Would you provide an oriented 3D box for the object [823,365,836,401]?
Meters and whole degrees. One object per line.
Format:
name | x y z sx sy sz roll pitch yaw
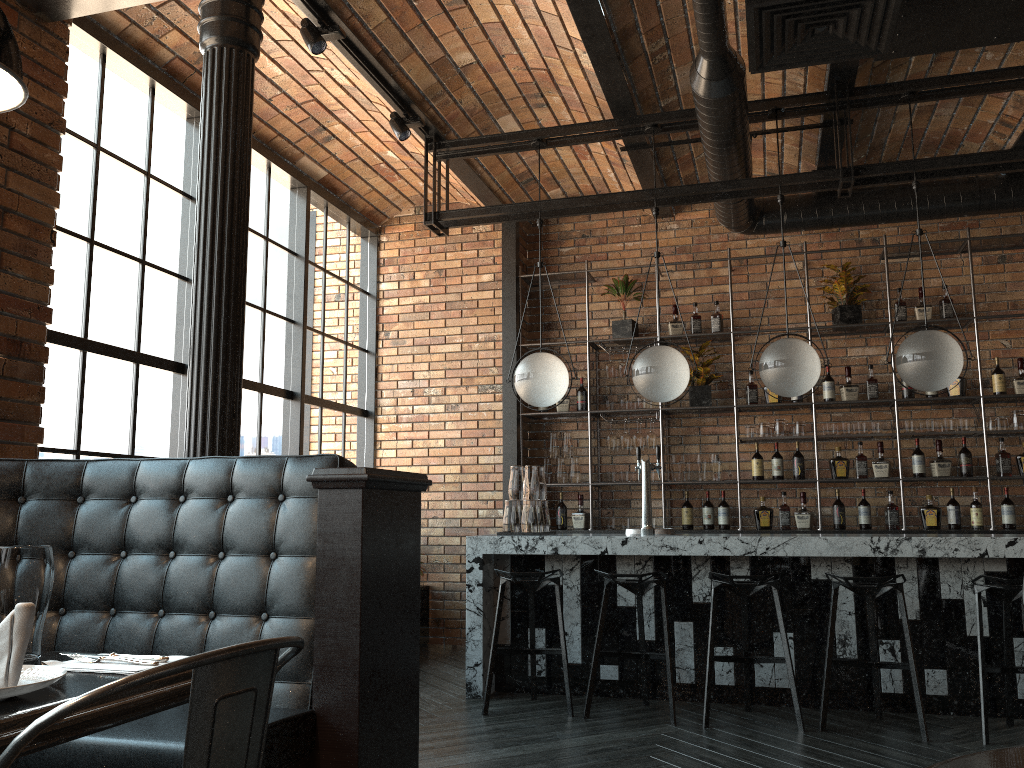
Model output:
object | 2.401 0.005 6.721 0.086 0.298 0.086 4 -9 -25

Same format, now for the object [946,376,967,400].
object | 3.237 -0.010 6.467 0.094 0.248 0.151 8 -12 -44

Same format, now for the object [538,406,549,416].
object | 0.259 0.111 7.363 0.086 0.298 0.086 4 -9 -25

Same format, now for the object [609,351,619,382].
object | 0.832 -0.143 7.275 0.092 0.244 0.092 -4 -9 22

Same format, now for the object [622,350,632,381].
object | 0.937 -0.148 7.245 0.092 0.244 0.092 -4 -9 22

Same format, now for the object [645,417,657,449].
object | 1.089 0.386 6.948 0.092 0.244 0.092 -4 -9 22

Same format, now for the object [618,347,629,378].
object | 0.891 -0.171 7.088 0.092 0.244 0.092 -4 -9 22

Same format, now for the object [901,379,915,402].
object | 2.926 -0.021 6.565 0.086 0.299 0.086 4 -9 -25

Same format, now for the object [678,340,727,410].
object | 1.480 -0.067 6.966 0.430 0.526 0.425 -5 -10 28

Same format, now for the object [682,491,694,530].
object | 1.362 0.980 6.884 0.086 0.299 0.086 4 -9 -25

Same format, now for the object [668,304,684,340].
object | 1.313 -0.500 7.109 0.123 0.279 0.123 -1 -8 5

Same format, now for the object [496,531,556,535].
object | 0.094 0.919 5.465 0.273 0.019 0.437 -3 -9 16

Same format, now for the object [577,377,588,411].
object | 0.571 0.092 7.244 0.086 0.299 0.086 4 -9 -25

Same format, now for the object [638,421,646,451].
object | 1.036 0.414 7.134 0.092 0.244 0.092 -4 -9 22

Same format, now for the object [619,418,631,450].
object | 0.894 0.396 7.005 0.092 0.244 0.092 -4 -9 22

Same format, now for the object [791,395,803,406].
object | 2.178 0.018 6.791 0.086 0.298 0.086 4 -9 -25

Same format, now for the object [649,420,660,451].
object | 1.135 0.409 7.105 0.092 0.244 0.092 -4 -9 22

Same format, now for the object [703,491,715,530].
object | 1.520 0.975 6.864 0.086 0.298 0.086 4 -9 -25

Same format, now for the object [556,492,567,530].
object | 0.399 1.021 7.129 0.086 0.297 0.086 7 -11 -39

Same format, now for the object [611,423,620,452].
object | 0.835 0.424 7.192 0.092 0.244 0.092 -4 -9 22

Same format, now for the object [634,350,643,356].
object | 1.032 -0.153 7.217 0.092 0.244 0.092 -4 -9 22

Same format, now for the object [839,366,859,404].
object | 2.531 0.006 6.660 0.123 0.279 0.123 -1 -8 5

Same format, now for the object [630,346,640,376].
object | 0.986 -0.176 7.061 0.092 0.244 0.092 -4 -9 22

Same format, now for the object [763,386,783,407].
object | 2.009 0.049 6.821 0.151 0.248 0.094 -3 -9 20

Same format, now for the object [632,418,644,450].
object | 0.989 0.391 6.977 0.092 0.244 0.092 -4 -9 22

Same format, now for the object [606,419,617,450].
object | 0.789 0.401 7.035 0.092 0.244 0.092 -4 -9 22

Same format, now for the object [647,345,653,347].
object | 1.086 -0.180 7.032 0.092 0.244 0.092 -4 -9 22

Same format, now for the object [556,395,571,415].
object | 0.418 0.108 7.269 0.123 0.279 0.123 -1 -8 5

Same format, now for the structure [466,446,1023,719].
structure | 2.573 1.072 5.266 5.346 1.430 1.930 -3 -9 16

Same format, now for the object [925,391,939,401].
object | 3.092 -0.025 6.546 0.086 0.298 0.086 4 -9 -25

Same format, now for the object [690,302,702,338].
object | 1.464 -0.510 7.065 0.083 0.282 0.083 -1 -8 1

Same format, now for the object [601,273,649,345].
object | 0.925 -0.614 7.266 0.377 0.554 0.422 -1 -8 4

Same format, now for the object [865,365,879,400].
object | 2.689 -0.002 6.629 0.083 0.282 0.083 -3 -9 16

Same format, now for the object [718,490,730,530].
object | 1.627 0.967 6.809 0.086 0.298 0.086 4 -9 -25

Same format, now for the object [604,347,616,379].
object | 0.786 -0.166 7.119 0.092 0.244 0.092 -4 -9 22

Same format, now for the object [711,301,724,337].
object | 1.623 -0.518 7.019 0.083 0.282 0.083 -5 -10 31

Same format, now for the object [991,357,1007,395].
object | 3.511 -0.047 6.399 0.086 0.299 0.086 4 -9 -25

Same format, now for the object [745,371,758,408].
object | 1.855 0.038 6.869 0.083 0.282 0.083 -1 -8 1

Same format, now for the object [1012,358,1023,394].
object | 3.647 -0.047 6.338 0.123 0.279 0.123 -4 -9 25

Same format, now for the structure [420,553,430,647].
structure | -1.415 1.281 5.308 0.757 1.072 4.107 -3 -9 15

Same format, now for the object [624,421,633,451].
object | 0.940 0.419 7.161 0.092 0.244 0.092 -4 -9 22

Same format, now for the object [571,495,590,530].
object | 0.553 1.026 7.095 0.123 0.279 0.123 -5 -10 30
